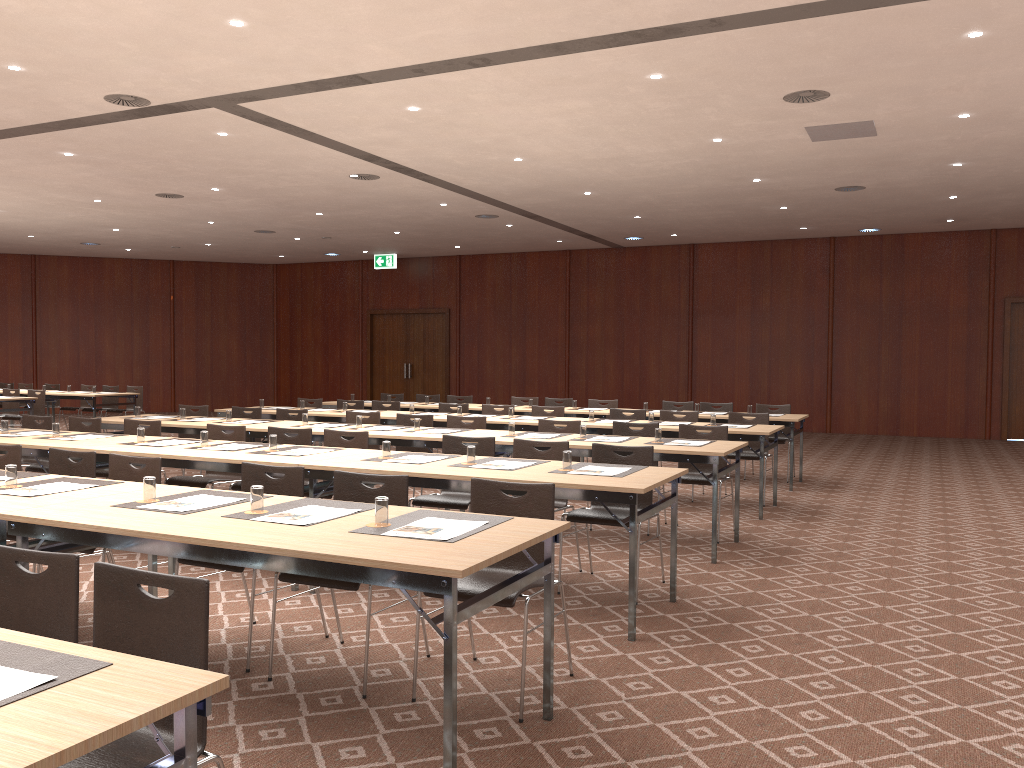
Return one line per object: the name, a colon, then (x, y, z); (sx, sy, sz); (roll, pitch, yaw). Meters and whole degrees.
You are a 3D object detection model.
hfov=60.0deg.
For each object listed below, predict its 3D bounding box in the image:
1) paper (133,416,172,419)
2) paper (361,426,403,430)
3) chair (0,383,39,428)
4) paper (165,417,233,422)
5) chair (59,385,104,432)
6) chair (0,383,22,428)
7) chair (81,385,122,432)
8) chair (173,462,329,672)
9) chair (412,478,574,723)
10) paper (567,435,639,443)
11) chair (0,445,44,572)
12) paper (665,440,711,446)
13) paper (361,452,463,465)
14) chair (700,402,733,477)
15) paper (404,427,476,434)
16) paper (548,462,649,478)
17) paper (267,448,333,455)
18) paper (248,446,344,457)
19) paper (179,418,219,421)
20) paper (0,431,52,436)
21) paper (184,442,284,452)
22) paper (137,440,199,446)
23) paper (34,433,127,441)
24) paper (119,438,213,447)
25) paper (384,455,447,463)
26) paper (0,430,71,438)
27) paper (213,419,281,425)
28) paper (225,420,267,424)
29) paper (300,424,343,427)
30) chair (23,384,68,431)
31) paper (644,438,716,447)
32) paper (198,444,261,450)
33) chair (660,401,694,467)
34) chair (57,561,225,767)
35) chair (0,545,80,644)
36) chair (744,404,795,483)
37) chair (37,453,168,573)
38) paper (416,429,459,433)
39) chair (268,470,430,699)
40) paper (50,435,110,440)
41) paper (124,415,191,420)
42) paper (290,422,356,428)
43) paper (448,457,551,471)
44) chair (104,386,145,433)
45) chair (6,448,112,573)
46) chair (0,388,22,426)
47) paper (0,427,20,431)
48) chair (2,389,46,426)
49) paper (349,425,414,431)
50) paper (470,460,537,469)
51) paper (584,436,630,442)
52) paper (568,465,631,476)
paper: (-3.887, 0.364, 9.634); (0.283, 0.006, 0.398); (1, 2, 24)
paper: (-1.241, 0.418, 8.418); (0.283, 0.006, 0.398); (1, 2, 27)
chair: (-9.646, 0.459, 17.326); (0.535, 0.940, 0.613); (1, 2, 25)
paper: (-3.348, 0.377, 9.448); (0.460, 0.003, 0.565); (1, 2, 27)
chair: (-8.123, 0.488, 16.721); (0.535, 0.940, 0.613); (2, 2, 27)
chair: (-10.198, 0.446, 17.633); (0.535, 0.940, 0.613); (1, 2, 22)
chair: (-7.552, 0.502, 16.385); (0.535, 0.940, 0.613); (1, 2, 27)
chair: (-1.361, 0.903, 4.624); (0.535, 0.940, 0.613); (1, 2, 27)
chair: (-0.071, 0.928, 4.054); (0.535, 0.940, 0.613); (1, 2, 25)
paper: (0.778, 0.463, 7.512); (0.460, 0.003, 0.565); (1, 2, 23)
chair: (-3.405, 0.858, 5.627); (0.535, 0.940, 0.613); (1, 2, 23)
paper: (1.415, 0.475, 7.154); (0.283, 0.006, 0.398); (1, 2, 26)
paper: (-0.670, 0.500, 5.998); (0.460, 0.003, 0.565); (1, 2, 26)
chair: (2.634, 0.716, 11.580); (0.535, 0.940, 0.613); (1, 2, 23)
paper: (-0.665, 0.432, 8.217); (0.460, 0.003, 0.565); (1, 2, 25)
paper: (0.540, 0.525, 5.449); (0.460, 0.003, 0.565); (1, 2, 24)
paper: (-1.496, 0.481, 6.308); (0.283, 0.006, 0.398); (1, 2, 28)
paper: (-1.549, 0.482, 6.394); (0.460, 0.003, 0.565); (1, 2, 24)
paper: (-3.292, 0.375, 9.387); (0.283, 0.006, 0.398); (1, 2, 24)
paper: (-4.146, 0.425, 7.571); (0.283, 0.006, 0.398); (1, 2, 25)
paper: (-2.089, 0.470, 6.685); (0.460, 0.003, 0.565); (1, 2, 24)
paper: (-2.672, 0.456, 6.889); (0.283, 0.006, 0.398); (1, 2, 25)
paper: (-3.586, 0.438, 7.387); (0.460, 0.003, 0.565); (1, 2, 24)
paper: (-2.705, 0.458, 6.952); (0.460, 0.003, 0.565); (1, 2, 27)
paper: (-0.640, 0.499, 5.901); (0.283, 0.006, 0.398); (1, 2, 25)
paper: (-4.197, 0.427, 7.629); (0.460, 0.003, 0.565); (1, 2, 25)
paper: (-2.718, 0.390, 9.159); (0.460, 0.003, 0.565); (1, 2, 23)
paper: (-2.723, 0.388, 9.079); (0.283, 0.006, 0.398); (1, 2, 25)
paper: (-1.840, 0.407, 8.675); (0.283, 0.006, 0.398); (1, 2, 26)
chair: (-9.029, 0.469, 17.149); (0.535, 0.940, 0.613); (1, 2, 24)
paper: (1.380, 0.476, 7.238); (0.460, 0.003, 0.565); (1, 2, 26)
paper: (-2.096, 0.468, 6.608); (0.283, 0.006, 0.398); (1, 2, 23)
chair: (2.163, 0.705, 11.840); (0.535, 0.940, 0.613); (1, 2, 27)
chair: (-1.057, 0.977, 2.270); (0.535, 0.940, 0.613); (1, 2, 27)
chair: (-1.526, 0.966, 2.530); (0.535, 0.940, 0.613); (1, 2, 23)
chair: (3.275, 0.731, 11.231); (0.535, 0.940, 0.613); (1, 2, 25)
chair: (-2.259, 0.885, 5.001); (0.535, 0.940, 0.613); (2, 2, 27)
paper: (-0.682, 0.431, 8.117); (0.283, 0.006, 0.398); (1, 2, 26)
chair: (-0.775, 0.916, 4.301); (0.535, 0.940, 0.613); (1, 2, 23)
paper: (-3.537, 0.438, 7.287); (0.283, 0.006, 0.398); (1, 2, 24)
paper: (-3.910, 0.365, 9.728); (0.460, 0.003, 0.565); (1, 2, 28)
paper: (-1.830, 0.408, 8.764); (0.460, 0.003, 0.565); (1, 2, 23)
paper: (-0.076, 0.513, 5.714); (0.460, 0.003, 0.565); (1, 2, 27)
chair: (-7.024, 0.511, 16.203); (0.535, 0.940, 0.613); (2, 2, 28)
chair: (-2.763, 0.873, 5.285); (0.535, 0.940, 0.613); (2, 2, 28)
chair: (-8.422, 0.549, 14.652); (0.535, 0.940, 0.613); (1, 2, 26)
paper: (-4.780, 0.414, 7.936); (0.460, 0.003, 0.565); (1, 2, 25)
chair: (-7.808, 0.564, 14.296); (0.535, 0.940, 0.613); (1, 2, 26)
paper: (-1.244, 0.420, 8.483); (0.460, 0.003, 0.565); (1, 2, 24)
paper: (-0.055, 0.512, 5.629); (0.283, 0.006, 0.398); (1, 2, 27)
paper: (0.801, 0.462, 7.445); (0.283, 0.006, 0.398); (1, 2, 23)
paper: (0.533, 0.523, 5.368); (0.283, 0.006, 0.398); (1, 2, 25)
